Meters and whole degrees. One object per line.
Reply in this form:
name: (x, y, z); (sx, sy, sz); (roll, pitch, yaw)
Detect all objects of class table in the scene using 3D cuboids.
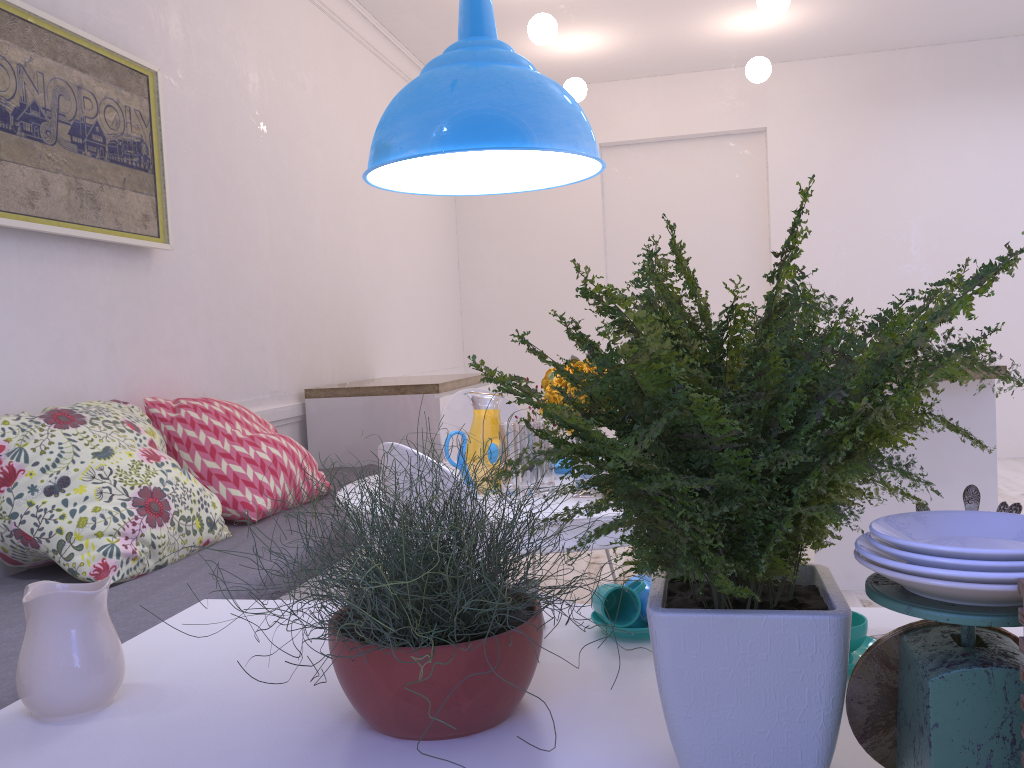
table: (0.165, 0.659, 0.977); (1.514, 0.619, 0.736); (-2, 3, 12)
table: (0.100, 0.580, 2.503); (1.140, 0.629, 1.140); (0, 4, 41)

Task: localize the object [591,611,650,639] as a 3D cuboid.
object: (0.169, 0.326, 1.215); (0.121, 0.021, 0.121); (-5, 4, -37)

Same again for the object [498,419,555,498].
object: (0.038, 0.187, 2.255); (0.101, 0.186, 0.122); (0, 4, 42)

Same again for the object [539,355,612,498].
object: (0.180, 0.100, 2.210); (0.234, 0.351, 0.235); (-4, 3, -23)

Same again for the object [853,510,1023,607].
object: (0.338, 0.126, 0.651); (0.163, 0.047, 0.164); (-5, 3, -28)

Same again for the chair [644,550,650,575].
chair: (0.551, 0.450, 2.496); (0.483, 0.845, 0.604); (-2, 3, 12)

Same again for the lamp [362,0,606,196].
lamp: (-0.114, -1.459, 2.032); (0.568, 1.948, 0.568); (-6, 4, -44)

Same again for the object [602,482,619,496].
object: (0.421, 0.251, 2.219); (0.347, 0.024, 0.224); (-5, 4, -38)

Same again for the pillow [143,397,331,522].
pillow: (-0.962, 0.236, 3.080); (0.491, 0.424, 0.587); (-2, 3, 15)

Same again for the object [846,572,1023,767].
object: (0.343, 0.252, 0.669); (0.159, 0.208, 0.185); (-2, 3, 12)

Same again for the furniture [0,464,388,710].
furniture: (-0.932, 0.698, 2.434); (0.769, 0.508, 3.296); (-2, 3, 12)

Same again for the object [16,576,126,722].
object: (-0.526, 0.305, 1.043); (0.127, 0.152, 0.115); (-3, 3, -5)

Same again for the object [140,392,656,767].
object: (-0.106, 0.197, 0.979); (0.668, 0.367, 0.531); (-1, 4, 37)

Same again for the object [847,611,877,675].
object: (0.382, 0.305, 1.057); (0.121, 0.055, 0.121); (-5, 4, -37)

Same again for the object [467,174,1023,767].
object: (0.218, 0.090, 0.804); (0.438, 0.527, 0.368); (-2, 3, 12)

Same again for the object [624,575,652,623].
object: (0.183, 0.299, 1.214); (0.069, 0.058, 0.080); (-4, 3, -15)

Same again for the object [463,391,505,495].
object: (-0.062, 0.150, 2.300); (0.094, 0.267, 0.116); (-1, 4, 39)

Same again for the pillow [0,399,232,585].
pillow: (-1.108, 0.274, 2.413); (0.509, 0.447, 0.592); (-2, 3, 17)

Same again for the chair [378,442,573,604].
chair: (0.000, 0.514, 1.807); (0.483, 0.845, 0.604); (-5, 3, -32)

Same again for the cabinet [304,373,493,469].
cabinet: (-0.519, 0.400, 4.590); (0.654, 0.842, 1.036); (-2, 3, 12)

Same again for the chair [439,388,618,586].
chair: (0.019, 0.439, 3.260); (0.604, 0.845, 0.483); (-6, 4, -43)

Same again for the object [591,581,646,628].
object: (0.145, 0.295, 1.209); (0.069, 0.059, 0.082); (-3, 3, -10)

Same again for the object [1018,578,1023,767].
object: (0.472, 0.238, 0.531); (0.294, 0.237, 0.028); (-2, 3, 12)

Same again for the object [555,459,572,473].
object: (0.189, 0.242, 2.629); (0.196, 0.023, 0.196); (-3, 3, 0)

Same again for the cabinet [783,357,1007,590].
cabinet: (1.561, 0.333, 3.771); (0.654, 0.842, 1.167); (-2, 3, 12)

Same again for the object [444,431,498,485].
object: (-0.092, 0.200, 2.480); (0.156, 0.151, 0.150); (-2, 3, 16)

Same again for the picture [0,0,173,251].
picture: (-1.313, -0.752, 2.617); (0.020, 0.629, 0.971); (-2, 3, 12)

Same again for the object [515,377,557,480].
object: (0.072, 0.124, 2.468); (0.128, 0.287, 0.128); (-2, 3, 14)

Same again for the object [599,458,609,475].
object: (0.280, 0.232, 2.455); (0.147, 0.052, 0.147); (-5, 4, -35)

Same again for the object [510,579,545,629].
object: (0.013, 0.309, 1.247); (0.066, 0.067, 0.052); (-2, 3, 13)
